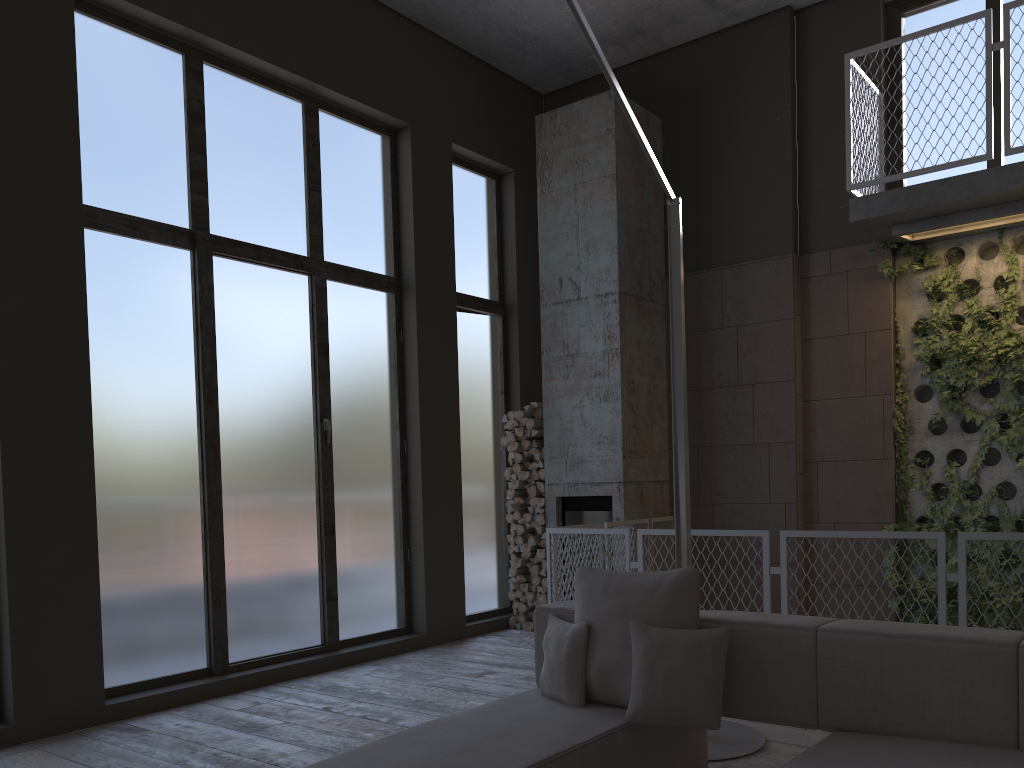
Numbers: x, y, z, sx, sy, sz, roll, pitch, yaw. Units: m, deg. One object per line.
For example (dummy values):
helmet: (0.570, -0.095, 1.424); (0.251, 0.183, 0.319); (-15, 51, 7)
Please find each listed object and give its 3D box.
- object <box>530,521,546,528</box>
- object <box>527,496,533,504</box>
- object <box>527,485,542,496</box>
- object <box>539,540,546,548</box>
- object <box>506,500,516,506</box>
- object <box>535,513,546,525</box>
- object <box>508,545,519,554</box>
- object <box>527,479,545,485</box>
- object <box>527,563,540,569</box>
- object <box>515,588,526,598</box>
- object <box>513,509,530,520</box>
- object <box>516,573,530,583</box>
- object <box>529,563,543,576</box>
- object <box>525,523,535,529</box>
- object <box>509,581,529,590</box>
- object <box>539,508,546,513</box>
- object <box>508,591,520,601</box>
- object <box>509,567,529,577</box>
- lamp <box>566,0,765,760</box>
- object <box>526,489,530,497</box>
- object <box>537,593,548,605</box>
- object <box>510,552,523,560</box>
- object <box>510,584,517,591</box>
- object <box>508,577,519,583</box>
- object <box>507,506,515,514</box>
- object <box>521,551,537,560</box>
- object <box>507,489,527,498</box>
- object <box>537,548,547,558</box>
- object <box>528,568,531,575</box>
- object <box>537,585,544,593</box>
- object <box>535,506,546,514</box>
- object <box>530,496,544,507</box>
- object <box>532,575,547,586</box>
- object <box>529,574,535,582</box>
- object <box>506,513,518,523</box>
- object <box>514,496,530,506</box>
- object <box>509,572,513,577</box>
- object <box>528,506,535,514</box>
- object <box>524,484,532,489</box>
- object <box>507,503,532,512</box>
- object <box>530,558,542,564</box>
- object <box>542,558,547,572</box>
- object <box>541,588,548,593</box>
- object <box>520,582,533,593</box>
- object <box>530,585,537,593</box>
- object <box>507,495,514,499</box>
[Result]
object: (0.325, 1.272, 8.027); (0.122, 0.067, 0.364); (-5, -7, 39)
object: (0.285, 1.062, 8.107); (0.101, 0.086, 0.363); (-4, -6, 38)
object: (0.264, 0.966, 7.991); (0.099, 0.107, 0.294); (-3, -5, 37)
object: (0.415, 1.448, 8.015); (0.115, 0.079, 0.435); (-4, -7, 37)
object: (0.099, 1.105, 8.192); (0.122, 0.067, 0.364); (-5, -7, 36)
object: (0.333, 1.211, 7.902); (0.101, 0.102, 0.293); (-3, -5, 37)
object: (0.126, 1.531, 8.243); (0.080, 0.107, 0.437); (-2, -5, 38)
object: (0.277, 0.893, 8.015); (0.089, 0.056, 0.332); (-5, -7, 38)
object: (0.266, 1.657, 8.100); (0.064, 0.074, 0.359); (-3, -6, 39)
object: (0.206, 1.928, 8.198); (0.091, 0.089, 0.455); (-3, -6, 39)
object: (0.186, 1.212, 8.173); (0.091, 0.089, 0.455); (-3, -6, 39)
object: (0.219, 1.800, 8.187); (0.115, 0.079, 0.435); (-5, -7, 38)
object: (0.284, 1.683, 8.016); (0.099, 0.107, 0.294); (-3, -5, 37)
object: (0.248, 1.295, 8.093); (0.064, 0.074, 0.360); (-3, -6, 36)
object: (0.135, 1.850, 8.116); (0.071, 0.072, 0.423); (-3, -6, 39)
object: (0.337, 1.135, 7.894); (0.063, 0.048, 0.251); (-4, -7, 37)
object: (0.135, 1.965, 8.249); (0.092, 0.092, 0.437); (-3, -6, 39)
object: (0.154, 1.730, 8.182); (0.091, 0.089, 0.455); (-4, -6, 40)
lamp: (0.455, 0.014, 3.590); (0.757, 3.425, 2.627); (-1, -1, 25)
object: (0.258, 1.012, 8.167); (0.104, 0.102, 0.292); (-3, -6, 39)
object: (0.353, 1.928, 7.928); (0.101, 0.102, 0.293); (-3, -5, 37)
object: (0.125, 1.634, 8.263); (0.070, 0.118, 0.364); (-2, -5, 38)
object: (0.140, 1.895, 8.221); (0.067, 0.085, 0.425); (-3, -5, 40)
object: (0.119, 1.822, 8.218); (0.122, 0.067, 0.364); (-5, -7, 36)
object: (0.120, 1.178, 8.195); (0.067, 0.085, 0.425); (-3, -5, 40)
object: (0.257, 1.563, 8.091); (0.115, 0.079, 0.435); (-4, -7, 37)
object: (0.134, 1.013, 8.157); (0.091, 0.089, 0.455); (-4, -6, 40)
object: (0.408, 1.525, 7.994); (0.094, 0.083, 0.480); (-4, -6, 38)
object: (0.278, 1.729, 8.193); (0.104, 0.102, 0.292); (-3, -6, 39)
object: (0.384, 1.859, 8.035); (0.067, 0.067, 0.423); (-3, -6, 39)
object: (0.364, 1.142, 8.010); (0.067, 0.067, 0.423); (-3, -6, 39)
object: (0.331, 1.069, 8.039); (0.092, 0.093, 0.437); (-3, -6, 39)
object: (0.351, 1.786, 8.064); (0.092, 0.093, 0.437); (-3, -6, 39)
object: (0.305, 1.779, 8.132); (0.101, 0.086, 0.363); (-4, -6, 38)
object: (0.115, 1.249, 8.224); (0.092, 0.092, 0.437); (-3, -6, 39)
object: (0.199, 1.083, 8.161); (0.115, 0.079, 0.435); (-5, -7, 38)
object: (0.126, 1.757, 8.243); (0.067, 0.071, 0.423); (-3, -6, 39)
object: (0.300, 1.152, 8.059); (0.067, 0.067, 0.423); (-3, -6, 39)
object: (0.246, 0.940, 8.074); (0.064, 0.074, 0.359); (-3, -6, 39)
object: (0.115, 1.134, 8.091); (0.071, 0.072, 0.423); (-3, -6, 39)
object: (0.297, 1.610, 8.041); (0.089, 0.056, 0.332); (-5, -7, 38)
object: (0.406, 1.633, 7.959); (0.064, 0.125, 0.364); (-1, -4, 39)
object: (0.357, 1.852, 7.920); (0.063, 0.048, 0.251); (-4, -7, 37)
object: (0.259, 1.865, 8.130); (0.094, 0.083, 0.480); (-4, -6, 38)
object: (0.320, 1.869, 8.085); (0.067, 0.067, 0.423); (-3, -6, 39)
object: (0.106, 1.040, 8.217); (0.067, 0.071, 0.423); (-3, -6, 39)
